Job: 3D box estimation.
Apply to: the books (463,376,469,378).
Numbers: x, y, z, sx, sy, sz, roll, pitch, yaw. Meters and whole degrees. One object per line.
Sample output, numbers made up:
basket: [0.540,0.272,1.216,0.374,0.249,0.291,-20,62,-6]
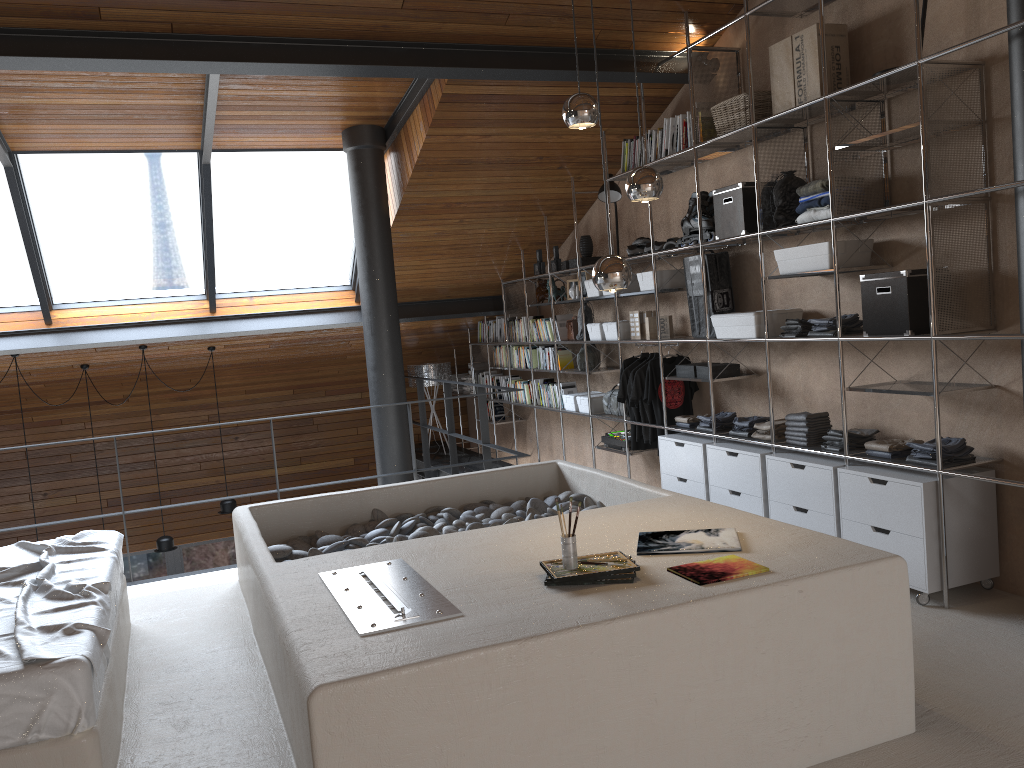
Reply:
books: [-0.426,-0.092,10.034,0.231,0.012,0.159,-6,4,-16]

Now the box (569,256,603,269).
box: [0.598,-0.971,7.117,0.208,0.079,0.207,-7,5,-24]

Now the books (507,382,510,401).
books: [0.018,0.070,8.793,0.117,0.182,0.044,-6,4,-21]

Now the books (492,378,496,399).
books: [-0.150,0.037,9.190,0.137,0.215,0.014,-6,4,-21]

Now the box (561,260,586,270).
box: [0.525,-0.980,7.322,0.208,0.079,0.207,-5,4,-7]

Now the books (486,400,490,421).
books: [-0.183,0.272,9.423,0.155,0.215,0.055,-6,4,-21]

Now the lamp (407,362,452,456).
lamp: [-0.875,0.274,9.809,0.475,1.002,0.475,-5,4,3]

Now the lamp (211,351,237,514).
lamp: [-2.819,0.463,8.575,0.210,1.565,0.210,-4,4,16]

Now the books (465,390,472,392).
books: [-0.405,0.062,10.039,0.222,0.021,0.174,-6,4,-21]

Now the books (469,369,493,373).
books: [-0.339,-0.147,9.742,0.228,0.016,0.182,-6,4,-21]

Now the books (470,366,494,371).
books: [-0.319,-0.171,9.750,0.234,0.028,0.180,-6,4,-21]

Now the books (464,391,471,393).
books: [-0.403,0.081,10.036,0.234,0.016,0.182,-7,5,-26]

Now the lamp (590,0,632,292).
lamp: [0.294,-1.214,3.155,0.146,1.771,0.146,-4,4,4]

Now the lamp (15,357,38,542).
lamp: [-4.232,0.768,7.774,0.210,2.034,0.210,-4,4,16]

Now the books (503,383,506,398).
books: [-0.017,0.056,8.903,0.127,0.200,0.046,-6,4,-21]

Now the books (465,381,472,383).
books: [-0.410,-0.033,10.039,0.206,0.012,0.161,-7,5,-31]

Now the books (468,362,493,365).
books: [-0.346,-0.228,9.766,0.228,0.016,0.182,-6,4,-21]

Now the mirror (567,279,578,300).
mirror: [0.528,-0.787,7.390,0.130,0.168,0.069,-1,5,39]

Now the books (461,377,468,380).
books: [-0.418,-0.073,10.027,0.268,0.025,0.176,-6,4,-21]

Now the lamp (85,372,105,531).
lamp: [-3.916,0.685,8.336,0.210,2.002,0.210,-4,4,16]

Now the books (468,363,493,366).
books: [-0.346,-0.212,9.755,0.228,0.016,0.182,-6,4,-21]

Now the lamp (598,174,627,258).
lamp: [0.754,-1.243,6.656,0.233,0.660,0.322,-2,5,32]

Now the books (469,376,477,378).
books: [-0.338,-0.091,9.755,0.254,0.012,0.158,-5,4,-9]

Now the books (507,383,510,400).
books: [0.017,0.074,8.781,0.112,0.176,0.039,-6,4,-21]

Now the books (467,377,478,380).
books: [-0.331,-0.071,9.748,0.288,0.025,0.175,-6,4,-15]

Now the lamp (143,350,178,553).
lamp: [-3.313,0.597,8.218,0.210,1.911,0.210,-4,4,16]

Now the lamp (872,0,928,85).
lamp: [1.711,-1.713,4.015,0.322,0.660,0.233,-1,5,42]

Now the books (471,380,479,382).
books: [-0.315,-0.039,9.752,0.225,0.017,0.167,-6,4,-21]

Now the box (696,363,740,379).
box: [1.293,-0.082,5.569,0.208,0.079,0.207,-5,4,-9]

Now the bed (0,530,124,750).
bed: [-2.313,0.960,2.806,2.011,0.484,1.826,-6,4,-21]

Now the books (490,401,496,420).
books: [-0.154,0.278,9.323,0.137,0.216,0.049,-6,4,-21]

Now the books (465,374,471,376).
books: [-0.411,-0.106,10.035,0.206,0.012,0.161,-6,4,-21]

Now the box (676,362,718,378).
box: [1.216,-0.091,5.790,0.208,0.079,0.207,-6,5,-22]

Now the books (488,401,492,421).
books: [-0.174,0.278,9.375,0.133,0.218,0.051,-6,4,-21]

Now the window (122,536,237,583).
window: [-3.887,2.493,10.338,5.936,1.521,0.101,-6,4,-21]

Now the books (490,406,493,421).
books: [-0.158,0.283,9.336,0.131,0.205,0.051,-6,4,-21]

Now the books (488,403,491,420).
books: [-0.183,0.281,9.403,0.123,0.203,0.054,-6,4,-21]

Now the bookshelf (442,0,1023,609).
bookshelf: [1.331,0.517,5.753,0.421,6.218,10.739,-6,4,-21]

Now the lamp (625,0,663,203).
lamp: [0.449,-1.428,3.345,0.146,1.474,0.146,-4,4,10]

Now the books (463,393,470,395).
books: [-0.413,0.097,10.049,0.234,0.016,0.182,-6,4,-21]

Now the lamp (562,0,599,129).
lamp: [0.222,-1.588,3.384,0.146,1.204,0.146,-4,4,10]

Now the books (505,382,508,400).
books: [-0.002,0.058,8.854,0.127,0.200,0.046,-6,4,-21]

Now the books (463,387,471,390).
books: [-0.410,0.038,10.035,0.240,0.028,0.180,-7,5,-31]

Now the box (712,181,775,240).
box: [1.359,-0.997,5.119,0.266,0.295,0.289,-6,4,-21]

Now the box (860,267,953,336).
box: [1.822,-0.377,4.100,0.266,0.295,0.289,-6,4,-21]

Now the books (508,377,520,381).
books: [0.035,0.049,8.739,0.122,0.230,0.057,-6,4,-21]

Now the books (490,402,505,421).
books: [-0.148,0.290,9.308,0.138,0.191,0.049,-6,4,-21]

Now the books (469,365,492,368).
books: [-0.346,-0.193,9.756,0.216,0.021,0.174,-6,4,-21]

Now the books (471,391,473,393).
books: [-0.316,0.076,9.760,0.239,0.021,0.174,-6,4,-15]

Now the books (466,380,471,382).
books: [-0.402,-0.046,10.044,0.208,0.013,0.161,-6,4,-16]

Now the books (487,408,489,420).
books: [-0.220,0.293,9.456,0.112,0.177,0.009,-6,4,-21]

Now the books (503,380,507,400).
books: [-0.013,0.059,8.861,0.127,0.200,0.046,-6,4,-21]

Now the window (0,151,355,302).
window: [-3.133,-1.269,7.109,3.819,1.031,1.213,-6,4,-21]

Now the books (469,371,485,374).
books: [-0.350,-0.130,9.753,0.208,0.017,0.167,-6,4,-21]

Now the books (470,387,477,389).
books: [-0.316,0.029,9.757,0.258,0.016,0.181,-6,4,-19]
